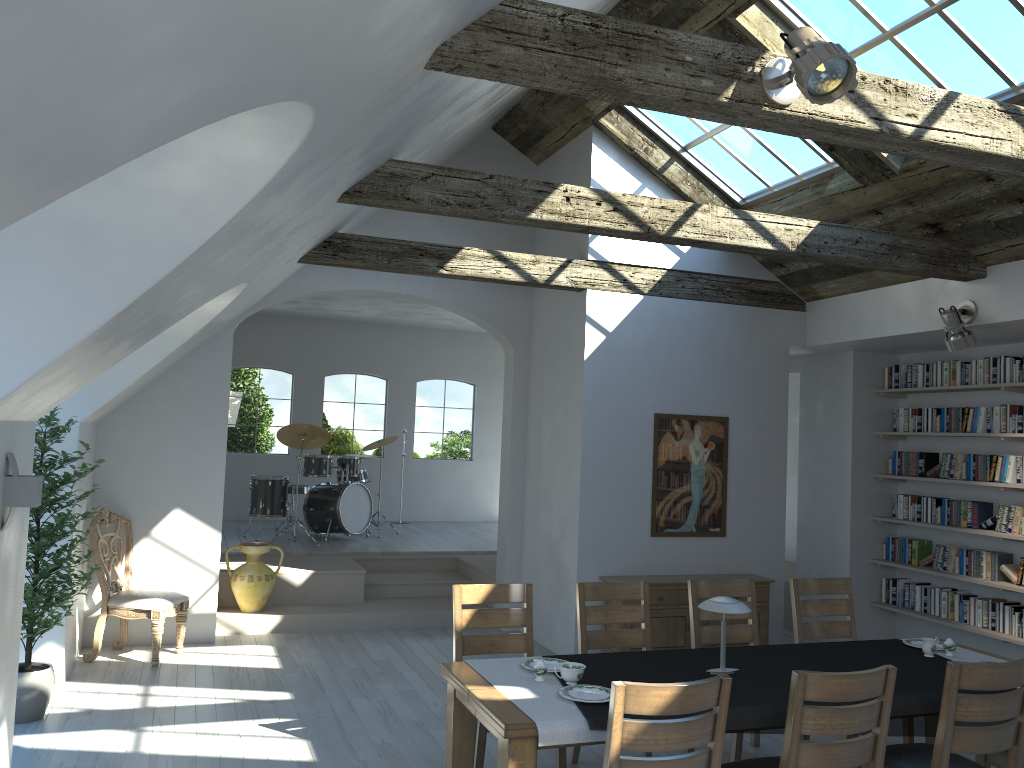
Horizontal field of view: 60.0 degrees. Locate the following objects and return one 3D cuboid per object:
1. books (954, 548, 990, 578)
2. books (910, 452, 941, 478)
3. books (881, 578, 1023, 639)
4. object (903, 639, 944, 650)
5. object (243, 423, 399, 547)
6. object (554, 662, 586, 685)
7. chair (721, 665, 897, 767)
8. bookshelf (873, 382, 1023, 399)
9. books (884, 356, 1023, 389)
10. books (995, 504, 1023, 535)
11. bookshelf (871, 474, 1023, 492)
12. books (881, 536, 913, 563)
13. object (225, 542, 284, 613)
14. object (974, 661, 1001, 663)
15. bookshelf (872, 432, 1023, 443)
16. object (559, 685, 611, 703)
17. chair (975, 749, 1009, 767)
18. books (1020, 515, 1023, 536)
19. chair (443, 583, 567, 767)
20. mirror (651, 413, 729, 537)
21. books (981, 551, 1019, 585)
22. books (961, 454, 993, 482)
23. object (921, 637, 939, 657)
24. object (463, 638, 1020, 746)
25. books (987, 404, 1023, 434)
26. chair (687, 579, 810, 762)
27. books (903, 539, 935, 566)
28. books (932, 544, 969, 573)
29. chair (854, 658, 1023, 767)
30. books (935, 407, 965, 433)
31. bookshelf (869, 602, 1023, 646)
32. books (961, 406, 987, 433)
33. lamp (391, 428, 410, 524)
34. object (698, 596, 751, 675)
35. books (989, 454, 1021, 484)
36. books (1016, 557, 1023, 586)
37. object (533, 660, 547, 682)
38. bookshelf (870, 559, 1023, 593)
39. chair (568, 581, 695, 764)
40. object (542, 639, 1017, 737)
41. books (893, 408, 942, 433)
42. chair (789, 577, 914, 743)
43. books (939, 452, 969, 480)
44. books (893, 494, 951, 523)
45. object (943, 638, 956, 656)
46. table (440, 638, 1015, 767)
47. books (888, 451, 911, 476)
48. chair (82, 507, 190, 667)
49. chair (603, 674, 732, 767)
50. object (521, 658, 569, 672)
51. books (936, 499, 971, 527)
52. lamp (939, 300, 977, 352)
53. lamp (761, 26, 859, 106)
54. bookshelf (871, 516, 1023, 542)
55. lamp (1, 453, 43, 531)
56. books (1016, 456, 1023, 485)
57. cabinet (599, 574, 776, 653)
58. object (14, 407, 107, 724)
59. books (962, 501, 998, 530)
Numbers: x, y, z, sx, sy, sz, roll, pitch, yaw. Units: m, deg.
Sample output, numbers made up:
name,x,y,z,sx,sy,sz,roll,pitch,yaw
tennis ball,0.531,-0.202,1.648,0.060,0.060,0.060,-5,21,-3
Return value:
name,x,y,z,sx,sy,sz,roll,pitch,yaw
books,3.879,1.496,7.434,0.209,0.220,0.278,4,-4,-21
books,3.752,0.723,7.917,0.189,0.224,0.345,4,-4,-20
books,4.044,1.857,6.924,0.242,0.237,2.981,4,-4,-20
object,2.345,1.477,5.010,0.250,0.017,0.253,4,-4,-20
object,-2.451,1.198,11.064,1.465,1.383,2.354,1,-4,25
object,0.266,1.297,3.958,0.124,0.081,0.130,1,-4,23
chair,1.160,1.593,3.577,0.514,1.006,0.605,4,-4,-20
bookshelf,4.877,-0.067,4.743,0.315,0.070,7.825,4,-4,-20
books,4.122,-0.112,7.050,0.242,0.237,2.981,4,-4,-20
books,4.027,1.081,7.086,0.189,0.228,0.249,4,-4,-20
bookshelf,4.845,0.722,4.696,0.315,0.070,7.825,4,-4,-20
books,3.595,1.531,8.221,0.209,0.220,0.278,4,-4,-21
object,-2.356,1.763,8.075,0.396,0.605,0.402,1,-4,27
object,2.497,1.454,4.526,0.250,0.017,0.253,4,-4,-20
bookshelf,4.861,0.328,4.719,0.315,0.070,7.825,4,-4,-20
object,0.325,1.320,3.765,0.250,0.017,0.253,4,-4,-20
chair,2.560,1.680,4.078,0.514,1.006,0.605,4,-4,-20
books,4.112,1.073,6.857,0.209,0.220,0.278,4,-4,-21
chair,-0.040,1.612,4.710,0.514,1.006,0.605,4,-4,-20
mirror,1.541,0.792,7.658,0.736,1.047,0.009,4,-4,-20
books,3.981,1.484,7.146,0.189,0.229,0.343,4,-4,-20
books,3.933,0.700,7.422,0.209,0.220,0.278,4,-4,-21
object,2.255,1.419,4.789,0.071,0.098,0.100,0,-4,39
object,1.274,1.443,4.343,2.872,0.077,1.050,4,-4,-20
books,4.073,0.286,7.104,0.214,0.237,0.490,4,-4,-20
chair,1.361,1.699,5.211,0.514,1.006,0.605,4,-4,-20
books,3.697,1.517,7.933,0.189,0.224,0.345,4,-4,-20
books,3.794,1.505,7.664,0.189,0.228,0.249,4,-4,-20
chair,1.860,1.636,3.827,0.514,1.006,0.605,4,-4,-20
books,3.853,0.319,7.711,0.209,0.220,0.278,4,-4,-21
bookshelf,4.796,1.905,4.625,0.315,0.070,7.825,4,-4,-20
books,3.943,0.306,7.456,0.189,0.228,0.249,4,-4,-20
lamp,-1.614,1.345,13.048,0.232,1.383,0.238,4,-4,-20
object,1.015,1.203,4.253,0.251,0.362,0.251,2,-3,3
books,4.023,0.687,7.167,0.189,0.228,0.249,4,-4,-20
books,4.079,1.464,6.875,0.189,0.228,0.249,4,-4,-20
object,0.127,1.288,3.993,0.064,0.092,0.064,2,-3,-1
bookshelf,4.813,1.511,4.648,0.315,0.070,7.825,4,-4,-20
chair,0.660,1.655,4.961,0.514,1.006,0.605,4,-4,-20
object,1.274,1.515,4.343,2.456,0.227,1.073,4,-4,-19
books,3.722,0.336,8.075,0.214,0.220,0.490,4,-4,-20
chair,2.061,1.742,5.462,0.514,1.006,0.605,4,-4,-20
books,3.848,0.709,7.651,0.189,0.228,0.249,4,-4,-20
books,3.692,1.125,8.021,0.214,0.220,0.490,4,-4,-20
object,2.381,1.429,4.824,0.064,0.092,0.064,5,-5,-42
table,1.245,1.774,4.313,3.078,0.737,0.939,4,-4,-20
books,3.649,0.736,8.210,0.209,0.220,0.278,4,-4,-21
chair,-2.927,1.557,6.944,0.655,1.159,0.552,2,-3,5
chair,0.459,1.549,3.326,0.514,1.006,0.605,4,-4,-20
object,0.170,1.340,4.213,0.250,0.017,0.253,4,-4,-20
books,3.828,1.108,7.644,0.209,0.220,0.278,4,-4,-21
lamp,3.224,-0.422,6.427,0.265,0.386,0.235,2,-3,2
lamp,1.078,-1.148,3.194,0.233,0.311,0.354,4,-4,-20
bookshelf,4.829,1.117,4.672,0.315,0.070,7.825,4,-4,-20
lamp,-2.090,0.459,3.790,0.127,0.325,0.127,4,-4,-20
books,4.153,0.667,6.815,0.214,0.237,0.490,4,-4,-20
cabinet,1.459,1.979,7.392,1.481,0.714,0.383,4,-4,-20
object,-2.916,1.080,5.462,0.718,1.920,0.737,2,-3,-1
books,3.931,1.096,7.351,0.189,0.224,0.345,4,-4,-20
